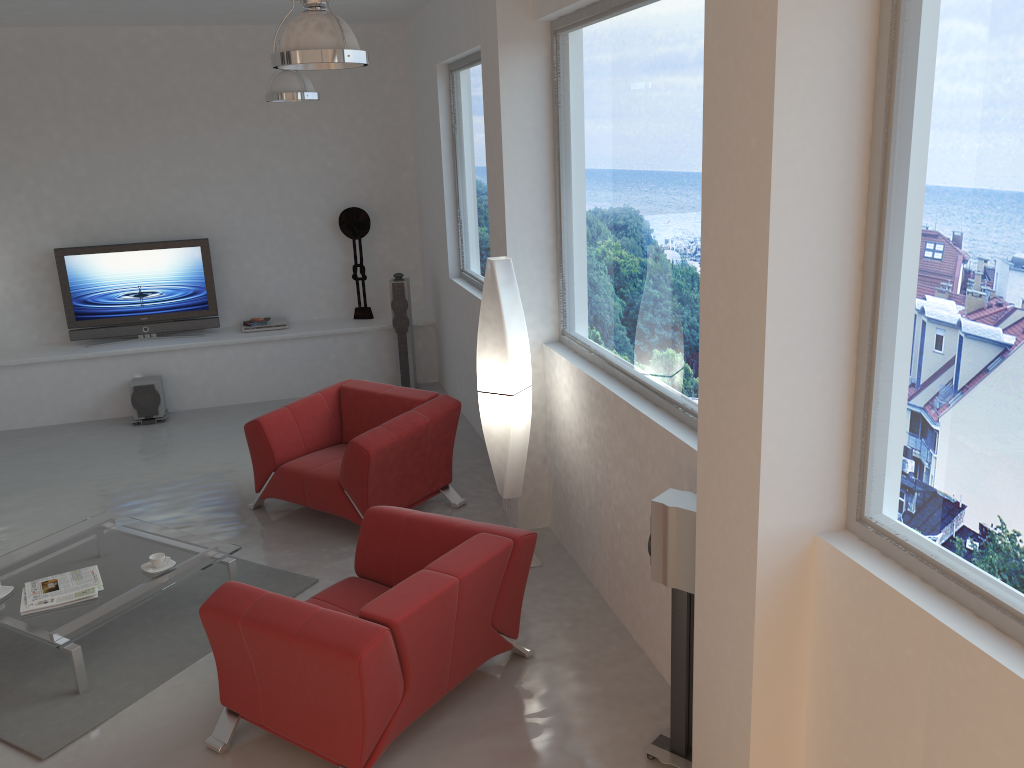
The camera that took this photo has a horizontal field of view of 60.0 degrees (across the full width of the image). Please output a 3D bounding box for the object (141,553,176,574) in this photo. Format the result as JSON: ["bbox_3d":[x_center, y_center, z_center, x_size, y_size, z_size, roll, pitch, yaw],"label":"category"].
[{"bbox_3d":[-1.865,0.937,4.670,0.153,0.069,0.153,11,21,40],"label":"object"}]

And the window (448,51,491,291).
[{"bbox_3d":[-0.133,-1.531,6.607,0.100,1.800,2.400,-7,16,-14],"label":"window"}]

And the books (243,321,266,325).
[{"bbox_3d":[-2.556,-0.619,8.810,0.190,0.015,0.135,-13,19,-33],"label":"books"}]

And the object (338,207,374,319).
[{"bbox_3d":[-1.549,-1.217,8.965,0.331,1.130,0.108,0,16,10],"label":"object"}]

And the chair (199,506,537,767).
[{"bbox_3d":[-0.583,1.062,3.881,0.951,0.738,1.288,8,19,34],"label":"chair"}]

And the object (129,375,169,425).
[{"bbox_3d":[-3.362,0.149,8.194,0.336,0.374,0.337,-7,16,-14],"label":"object"}]

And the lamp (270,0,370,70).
[{"bbox_3d":[-0.770,-1.637,3.392,0.379,0.800,0.379,1,16,13],"label":"lamp"}]

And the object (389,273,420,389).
[{"bbox_3d":[-1.059,-0.499,8.644,0.255,1.184,0.273,-2,16,0],"label":"object"}]

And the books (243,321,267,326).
[{"bbox_3d":[-2.554,-0.604,8.812,0.135,0.015,0.190,10,20,38],"label":"books"}]

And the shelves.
[{"bbox_3d":[-3.498,-0.389,8.504,5.500,0.050,0.650,-7,16,-14],"label":"shelves"}]

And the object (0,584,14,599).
[{"bbox_3d":[-2.602,1.032,4.445,0.153,0.069,0.153,1,16,11],"label":"object"}]

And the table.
[{"bbox_3d":[-2.259,1.114,4.754,1.162,0.286,1.097,7,18,29],"label":"table"}]

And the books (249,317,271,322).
[{"bbox_3d":[-2.507,-0.638,8.814,0.190,0.015,0.135,-4,16,-5],"label":"books"}]

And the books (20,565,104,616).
[{"bbox_3d":[-2.261,1.029,4.469,0.367,0.035,0.345,-10,17,-24],"label":"books"}]

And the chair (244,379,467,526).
[{"bbox_3d":[-1.065,0.479,6.013,1.288,0.738,0.951,8,19,34],"label":"chair"}]

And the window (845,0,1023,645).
[{"bbox_3d":[1.360,-0.119,1.397,0.100,1.800,2.400,-7,16,-14],"label":"window"}]

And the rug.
[{"bbox_3d":[-2.260,1.257,4.784,1.700,0.025,1.700,7,18,29],"label":"rug"}]

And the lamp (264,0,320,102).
[{"bbox_3d":[-1.570,-2.394,6.183,0.379,0.800,0.379,5,17,24],"label":"lamp"}]

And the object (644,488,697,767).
[{"bbox_3d":[0.650,0.957,3.379,0.229,1.112,0.214,10,20,38],"label":"object"}]

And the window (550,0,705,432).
[{"bbox_3d":[0.614,-0.825,4.002,0.100,1.800,2.400,-7,16,-14],"label":"window"}]

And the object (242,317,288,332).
[{"bbox_3d":[-2.470,-0.593,8.868,0.430,0.045,0.352,-7,16,-14],"label":"object"}]

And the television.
[{"bbox_3d":[-3.554,-0.883,8.480,1.356,0.919,0.343,-7,16,-14],"label":"television"}]

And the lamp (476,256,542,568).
[{"bbox_3d":[-0.032,0.180,4.999,0.313,1.779,0.313,-9,17,-22],"label":"lamp"}]
